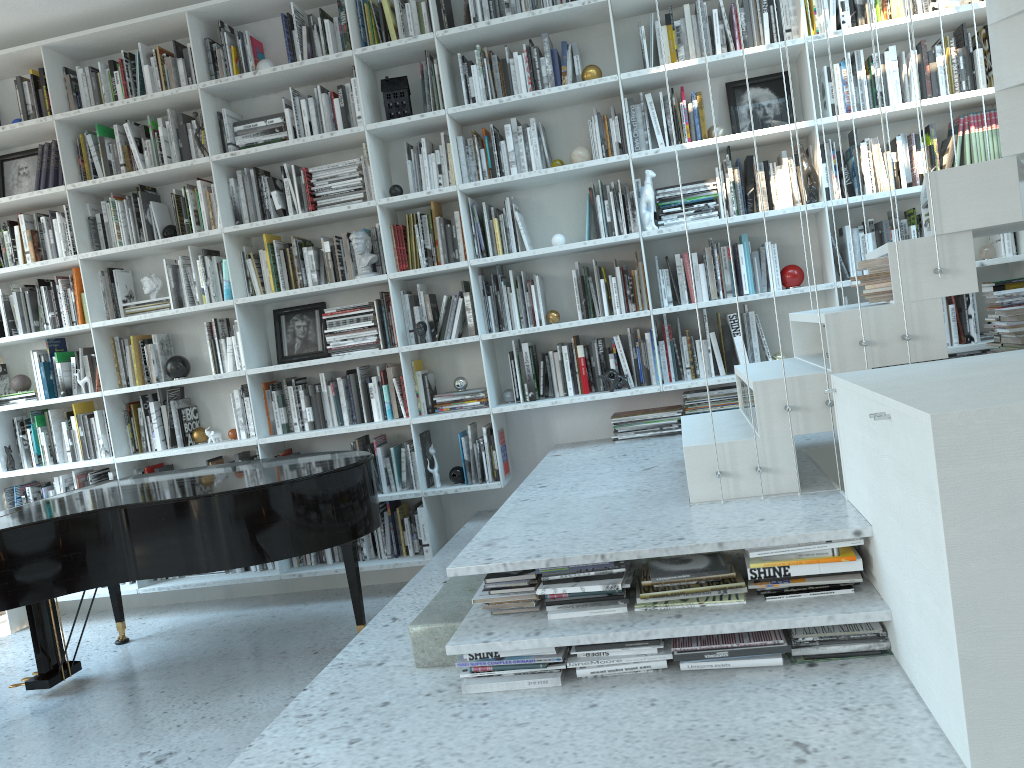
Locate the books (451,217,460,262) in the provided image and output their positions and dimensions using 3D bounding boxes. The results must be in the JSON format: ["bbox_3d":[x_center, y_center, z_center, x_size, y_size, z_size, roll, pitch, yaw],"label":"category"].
[{"bbox_3d":[-0.272,-0.728,4.551,0.028,0.240,0.145,-8,4,11],"label":"books"}]

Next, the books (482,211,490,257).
[{"bbox_3d":[-0.117,-0.752,4.528,0.007,0.244,0.145,-8,4,11],"label":"books"}]

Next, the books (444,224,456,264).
[{"bbox_3d":[-0.298,-0.705,4.538,0.034,0.204,0.181,-8,4,11],"label":"books"}]

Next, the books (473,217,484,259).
[{"bbox_3d":[-0.158,-0.734,4.527,0.015,0.220,0.154,-8,4,11],"label":"books"}]

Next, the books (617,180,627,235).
[{"bbox_3d":[0.547,-0.856,4.367,0.012,0.274,0.183,-8,4,11],"label":"books"}]

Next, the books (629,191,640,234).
[{"bbox_3d":[0.608,-0.834,4.378,0.023,0.212,0.164,-8,4,11],"label":"books"}]

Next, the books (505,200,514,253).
[{"bbox_3d":[0.004,-0.783,4.493,0.006,0.274,0.166,-8,4,11],"label":"books"}]

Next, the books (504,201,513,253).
[{"bbox_3d":[-0.002,-0.780,4.488,0.006,0.270,0.178,-8,4,11],"label":"books"}]

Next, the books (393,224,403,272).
[{"bbox_3d":[-0.570,-0.696,4.615,0.015,0.255,0.150,-8,4,11],"label":"books"}]

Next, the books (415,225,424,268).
[{"bbox_3d":[-0.454,-0.698,4.579,0.015,0.232,0.180,-8,4,11],"label":"books"}]

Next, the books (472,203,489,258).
[{"bbox_3d":[-0.145,-0.769,4.511,0.035,0.288,0.191,-8,4,11],"label":"books"}]

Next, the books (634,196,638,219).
[{"bbox_3d":[0.620,-0.852,4.364,0.010,0.246,0.158,-8,4,11],"label":"books"}]

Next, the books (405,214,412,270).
[{"bbox_3d":[-0.515,-0.721,4.586,0.035,0.293,0.145,-8,4,11],"label":"books"}]

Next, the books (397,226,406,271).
[{"bbox_3d":[-0.553,-0.692,4.611,0.014,0.244,0.145,-8,4,11],"label":"books"}]

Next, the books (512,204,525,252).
[{"bbox_3d":[0.038,-0.778,4.495,0.007,0.254,0.160,-8,4,11],"label":"books"}]

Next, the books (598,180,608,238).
[{"bbox_3d":[0.459,-0.856,4.410,0.013,0.296,0.153,-8,4,11],"label":"books"}]

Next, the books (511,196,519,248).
[{"bbox_3d":[0.030,-0.802,4.529,0.011,0.300,0.088,-8,4,11],"label":"books"}]

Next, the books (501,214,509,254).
[{"bbox_3d":[-0.021,-0.748,4.492,0.007,0.212,0.158,-8,4,11],"label":"books"}]

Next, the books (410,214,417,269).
[{"bbox_3d":[-0.491,-0.724,4.577,0.035,0.293,0.145,-8,4,11],"label":"books"}]

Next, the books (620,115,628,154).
[{"bbox_3d":[0.555,-1.195,4.345,0.012,0.206,0.169,-8,4,11],"label":"books"}]

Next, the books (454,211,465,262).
[{"bbox_3d":[-0.252,-0.744,4.541,0.032,0.266,0.142,-8,4,11],"label":"books"}]

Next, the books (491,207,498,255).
[{"bbox_3d":[-0.070,-0.764,4.512,0.013,0.256,0.144,-8,4,11],"label":"books"}]

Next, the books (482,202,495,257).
[{"bbox_3d":[-0.104,-0.769,4.488,0.013,0.279,0.191,-8,4,11],"label":"books"}]

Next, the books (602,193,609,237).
[{"bbox_3d":[0.473,-0.825,4.412,0.007,0.230,0.146,-8,4,11],"label":"books"}]

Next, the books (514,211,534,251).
[{"bbox_3d":[0.065,-0.757,4.464,0.051,0.210,0.176,-8,4,11],"label":"books"}]

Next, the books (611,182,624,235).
[{"bbox_3d":[0.529,-0.855,4.393,0.032,0.275,0.154,-8,4,11],"label":"books"}]

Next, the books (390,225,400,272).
[{"bbox_3d":[-0.585,-0.692,4.616,0.014,0.254,0.160,-8,4,11],"label":"books"}]

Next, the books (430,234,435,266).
[{"bbox_3d":[-0.386,-0.683,4.591,0.030,0.181,0.131,-8,4,11],"label":"books"}]

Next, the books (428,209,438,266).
[{"bbox_3d":[-0.382,-0.738,4.545,0.019,0.293,0.182,-8,4,11],"label":"books"}]

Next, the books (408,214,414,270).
[{"bbox_3d":[-0.501,-0.723,4.594,0.035,0.293,0.145,-8,4,11],"label":"books"}]

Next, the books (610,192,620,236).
[{"bbox_3d":[0.511,-0.827,4.383,0.012,0.224,0.178,-8,4,11],"label":"books"}]

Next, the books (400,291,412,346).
[{"bbox_3d":[-0.533,-0.345,4.640,0.012,0.285,0.159,-8,4,11],"label":"books"}]

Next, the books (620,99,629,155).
[{"bbox_3d":[0.557,-1.231,4.335,0.005,0.278,0.182,-8,4,11],"label":"books"}]

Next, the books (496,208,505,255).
[{"bbox_3d":[-0.043,-0.761,4.502,0.008,0.242,0.168,-8,4,11],"label":"books"}]

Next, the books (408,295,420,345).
[{"bbox_3d":[-0.489,-0.335,4.629,0.028,0.253,0.142,-8,4,11],"label":"books"}]

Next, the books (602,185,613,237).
[{"bbox_3d":[0.480,-0.842,4.394,0.018,0.263,0.165,-8,4,11],"label":"books"}]

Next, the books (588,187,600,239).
[{"bbox_3d":[0.417,-0.834,4.411,0.021,0.264,0.174,-8,4,11],"label":"books"}]

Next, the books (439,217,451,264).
[{"bbox_3d":[-0.326,-0.720,4.534,0.027,0.242,0.188,-8,4,11],"label":"books"}]

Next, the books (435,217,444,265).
[{"bbox_3d":[-0.345,-0.724,4.562,0.033,0.253,0.174,-8,4,11],"label":"books"}]

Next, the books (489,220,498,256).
[{"bbox_3d":[-0.080,-0.730,4.511,0.014,0.193,0.146,-8,4,11],"label":"books"}]

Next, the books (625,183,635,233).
[{"bbox_3d":[0.586,-0.851,4.364,0.011,0.253,0.169,-8,4,11],"label":"books"}]

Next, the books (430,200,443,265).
[{"bbox_3d":[-0.370,-0.763,4.559,0.021,0.338,0.169,-8,4,11],"label":"books"}]

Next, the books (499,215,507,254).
[{"bbox_3d":[-0.030,-0.746,4.502,0.014,0.209,0.156,-8,4,11],"label":"books"}]

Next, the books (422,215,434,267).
[{"bbox_3d":[-0.418,-0.728,4.590,0.035,0.278,0.139,-8,4,11],"label":"books"}]

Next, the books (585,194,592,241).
[{"bbox_3d":[0.384,-0.817,4.425,0.056,0.241,0.153,-8,4,11],"label":"books"}]

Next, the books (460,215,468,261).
[{"bbox_3d":[-0.230,-0.738,4.552,0.019,0.248,0.148,-8,4,11],"label":"books"}]

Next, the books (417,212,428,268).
[{"bbox_3d":[-0.443,-0.731,4.570,0.019,0.294,0.163,-8,4,11],"label":"books"}]

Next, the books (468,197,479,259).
[{"bbox_3d":[-0.178,-0.780,4.512,0.006,0.319,0.164,-8,4,11],"label":"books"}]

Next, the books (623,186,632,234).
[{"bbox_3d":[0.577,-0.847,4.384,0.013,0.245,0.158,-8,4,11],"label":"books"}]

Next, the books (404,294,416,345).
[{"bbox_3d":[-0.514,-0.337,4.637,0.024,0.264,0.154,-8,4,11],"label":"books"}]

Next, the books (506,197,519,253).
[{"bbox_3d":[0.012,-0.791,4.490,0.013,0.287,0.158,-8,4,11],"label":"books"}]

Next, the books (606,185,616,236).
[{"bbox_3d":[0.497,-0.843,4.392,0.015,0.259,0.152,-8,4,11],"label":"books"}]

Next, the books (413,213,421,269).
[{"bbox_3d":[-0.476,-0.727,4.589,0.035,0.293,0.145,-8,4,11],"label":"books"}]

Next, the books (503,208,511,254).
[{"bbox_3d":[-0.010,-0.765,4.500,0.017,0.243,0.132,-8,4,11],"label":"books"}]

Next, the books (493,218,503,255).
[{"bbox_3d":[-0.056,-0.732,4.481,0.017,0.192,0.191,-8,4,11],"label":"books"}]

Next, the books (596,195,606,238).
[{"bbox_3d":[0.449,-0.816,4.400,0.013,0.219,0.187,-8,4,11],"label":"books"}]

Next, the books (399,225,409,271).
[{"bbox_3d":[-0.536,-0.697,4.619,0.013,0.247,0.176,-8,4,11],"label":"books"}]

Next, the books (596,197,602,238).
[{"bbox_3d":[0.440,-0.810,4.402,0.006,0.210,0.188,-8,4,11],"label":"books"}]
